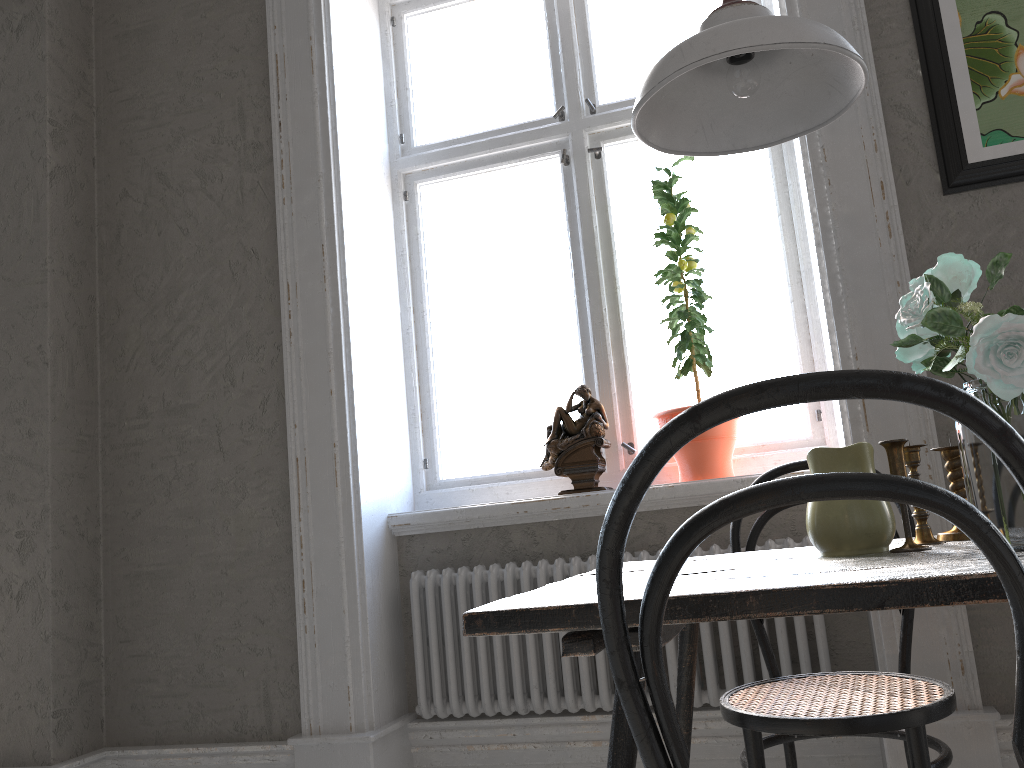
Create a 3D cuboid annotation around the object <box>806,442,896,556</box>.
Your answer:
[{"bbox_3d":[0.532,0.185,1.421,0.138,0.169,0.147,-2,-10,-22],"label":"object"}]

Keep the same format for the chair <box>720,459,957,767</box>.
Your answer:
[{"bbox_3d":[0.647,0.597,1.775,0.431,0.920,0.558,-9,-10,24],"label":"chair"}]

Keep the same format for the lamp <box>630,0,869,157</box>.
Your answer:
[{"bbox_3d":[0.299,-1.357,1.589,0.387,1.857,0.372,1,-11,-35],"label":"lamp"}]

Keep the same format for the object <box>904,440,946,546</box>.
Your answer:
[{"bbox_3d":[0.665,0.177,1.455,0.061,0.172,0.063,-12,-12,37],"label":"object"}]

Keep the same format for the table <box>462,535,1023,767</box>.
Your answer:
[{"bbox_3d":[1.008,0.554,1.165,1.898,0.734,0.915,-8,-10,16],"label":"table"}]

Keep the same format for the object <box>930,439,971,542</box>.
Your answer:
[{"bbox_3d":[0.753,0.175,1.494,0.096,0.172,0.096,-5,-9,-2],"label":"object"}]

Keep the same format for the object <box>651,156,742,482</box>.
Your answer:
[{"bbox_3d":[0.517,-0.207,2.634,0.275,0.991,0.265,1,-11,-34],"label":"object"}]

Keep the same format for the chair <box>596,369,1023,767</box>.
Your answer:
[{"bbox_3d":[0.336,0.480,0.892,0.433,0.920,0.555,-8,-10,14],"label":"chair"}]

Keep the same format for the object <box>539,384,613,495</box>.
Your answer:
[{"bbox_3d":[0.176,0.171,2.680,0.234,0.329,0.121,-8,-10,17],"label":"object"}]

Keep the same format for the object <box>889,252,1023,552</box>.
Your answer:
[{"bbox_3d":[0.637,0.007,1.160,0.249,0.414,0.315,-8,-10,15],"label":"object"}]

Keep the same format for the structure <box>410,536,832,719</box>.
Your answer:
[{"bbox_3d":[0.284,0.689,2.475,1.211,0.428,0.150,-8,-10,13],"label":"structure"}]

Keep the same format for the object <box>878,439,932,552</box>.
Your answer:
[{"bbox_3d":[0.593,0.169,1.347,0.058,0.167,0.060,-11,-11,30],"label":"object"}]

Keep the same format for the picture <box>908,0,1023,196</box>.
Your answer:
[{"bbox_3d":[1.299,-0.813,2.200,0.515,0.619,0.020,-8,-10,15],"label":"picture"}]
